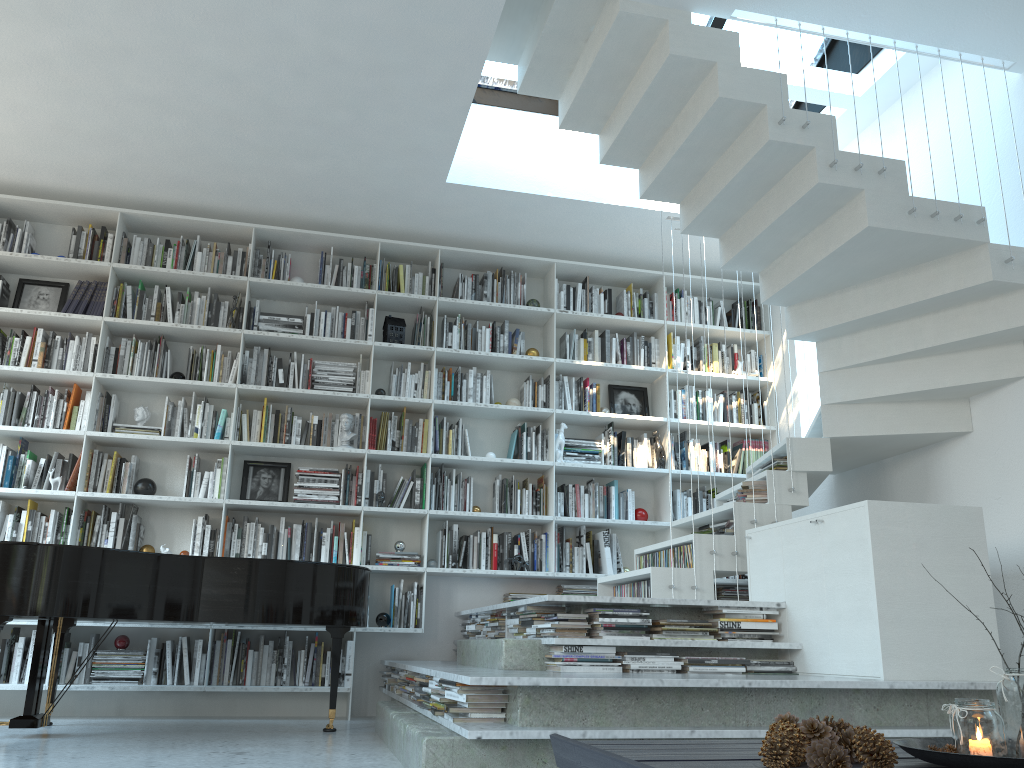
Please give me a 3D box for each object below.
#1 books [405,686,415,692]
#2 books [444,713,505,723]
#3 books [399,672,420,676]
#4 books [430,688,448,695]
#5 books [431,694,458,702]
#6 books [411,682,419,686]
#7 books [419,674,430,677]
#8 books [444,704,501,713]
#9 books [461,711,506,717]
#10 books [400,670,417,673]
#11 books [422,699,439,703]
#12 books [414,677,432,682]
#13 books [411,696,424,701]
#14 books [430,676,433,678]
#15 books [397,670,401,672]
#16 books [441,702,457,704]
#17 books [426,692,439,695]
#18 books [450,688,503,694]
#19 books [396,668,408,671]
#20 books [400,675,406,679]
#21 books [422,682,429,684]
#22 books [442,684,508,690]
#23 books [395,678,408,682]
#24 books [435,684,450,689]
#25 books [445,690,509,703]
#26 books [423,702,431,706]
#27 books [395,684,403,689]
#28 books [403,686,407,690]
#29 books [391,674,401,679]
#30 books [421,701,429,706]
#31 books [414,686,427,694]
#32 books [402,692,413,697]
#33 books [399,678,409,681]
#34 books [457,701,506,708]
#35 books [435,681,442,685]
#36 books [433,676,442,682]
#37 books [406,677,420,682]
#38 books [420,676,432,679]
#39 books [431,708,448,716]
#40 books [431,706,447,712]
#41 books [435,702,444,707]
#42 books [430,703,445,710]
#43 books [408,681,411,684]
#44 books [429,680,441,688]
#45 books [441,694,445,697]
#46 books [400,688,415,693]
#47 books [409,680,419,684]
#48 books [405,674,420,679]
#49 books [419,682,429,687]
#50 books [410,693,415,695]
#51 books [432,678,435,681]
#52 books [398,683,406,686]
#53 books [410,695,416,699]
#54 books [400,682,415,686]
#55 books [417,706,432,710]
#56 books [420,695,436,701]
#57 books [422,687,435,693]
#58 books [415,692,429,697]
[{"bbox_3d":[-0.415,1.487,4.325,0.182,0.013,0.288,5,-17,-12],"label":"books"},{"bbox_3d":[-0.137,1.193,3.169,0.184,0.017,0.231,4,-17,-11],"label":"books"},{"bbox_3d":[-0.484,1.515,4.633,0.171,0.015,0.253,6,-17,-15],"label":"books"},{"bbox_3d":[-0.206,1.206,3.475,0.168,0.013,0.282,6,-17,-17],"label":"books"},{"bbox_3d":[-0.208,1.229,3.468,0.191,0.015,0.247,5,-17,-12],"label":"books"},{"bbox_3d":[-0.402,1.465,4.335,0.155,0.009,0.298,5,-17,-12],"label":"books"},{"bbox_3d":[-0.331,1.334,4.057,0.160,0.008,0.239,5,-17,-12],"label":"books"},{"bbox_3d":[-0.142,1.162,3.177,0.187,0.017,0.206,3,-17,-8],"label":"books"},{"bbox_3d":[-0.107,1.180,3.180,0.132,0.014,0.206,5,-17,-12],"label":"books"},{"bbox_3d":[-0.481,1.502,4.637,0.174,0.011,0.228,5,-17,-13],"label":"books"},{"bbox_3d":[-0.272,1.337,3.744,0.180,0.008,0.268,5,-17,-13],"label":"books"},{"bbox_3d":[-0.342,1.350,4.050,0.170,0.014,0.281,6,-17,-15],"label":"books"},{"bbox_3d":[-0.353,1.428,4.026,0.189,0.009,0.291,4,-17,-10],"label":"books"},{"bbox_3d":[-0.261,1.244,3.773,0.157,0.014,0.216,4,-17,-11],"label":"books"},{"bbox_3d":[-0.549,1.595,4.928,0.159,0.006,0.286,4,-17,-11],"label":"books"},{"bbox_3d":[-0.188,1.244,3.468,0.154,0.014,0.197,5,-17,-12],"label":"books"},{"bbox_3d":[-0.272,1.308,3.752,0.171,0.007,0.261,4,-17,-10],"label":"books"},{"bbox_3d":[-0.130,1.103,3.196,0.165,0.015,0.243,4,-17,-9],"label":"books"},{"bbox_3d":[-0.495,1.493,4.636,0.193,0.005,0.225,6,-17,-16],"label":"books"},{"bbox_3d":[-0.492,1.529,4.627,0.182,0.016,0.199,3,-17,-8],"label":"books"},{"bbox_3d":[-0.327,1.362,4.051,0.150,0.008,0.218,5,-17,-13],"label":"books"},{"bbox_3d":[-0.136,1.091,3.198,0.176,0.010,0.267,6,-17,-16],"label":"books"},{"bbox_3d":[-0.557,1.639,4.913,0.171,0.020,0.194,4,-17,-9],"label":"books"},{"bbox_3d":[-0.197,1.189,3.481,0.175,0.006,0.252,5,-17,-12],"label":"books"},{"bbox_3d":[-0.130,1.123,3.190,0.156,0.027,0.288,6,-17,-17],"label":"books"},{"bbox_3d":[-0.269,1.352,3.740,0.171,0.005,0.298,5,-17,-13],"label":"books"},{"bbox_3d":[-0.553,1.674,4.904,0.172,0.014,0.221,5,-17,-12],"label":"books"},{"bbox_3d":[-0.476,1.583,4.615,0.165,0.012,0.205,5,-17,-12],"label":"books"},{"bbox_3d":[-0.559,1.622,4.918,0.180,0.015,0.295,5,-17,-14],"label":"books"},{"bbox_3d":[-0.332,1.446,4.026,0.142,0.012,0.292,4,-17,-9],"label":"books"},{"bbox_3d":[-0.341,1.394,4.038,0.160,0.025,0.244,6,-17,-17],"label":"books"},{"bbox_3d":[-0.477,1.614,4.606,0.157,0.014,0.181,6,-17,-15],"label":"books"},{"bbox_3d":[-0.486,1.541,4.625,0.169,0.009,0.242,6,-17,-16],"label":"books"},{"bbox_3d":[-0.111,1.147,3.188,0.137,0.019,0.225,5,-17,-12],"label":"books"},{"bbox_3d":[-0.206,1.173,3.484,0.178,0.010,0.196,3,-17,-8],"label":"books"},{"bbox_3d":[-0.207,1.160,3.487,0.182,0.016,0.257,4,-17,-10],"label":"books"},{"bbox_3d":[-0.414,1.445,4.338,0.165,0.014,0.236,6,-17,-17],"label":"books"},{"bbox_3d":[-0.328,1.342,4.056,0.157,0.007,0.269,5,-17,-12],"label":"books"},{"bbox_3d":[-0.215,1.276,3.453,0.191,0.016,0.209,3,-17,-8],"label":"books"},{"bbox_3d":[-0.205,1.265,3.458,0.178,0.009,0.277,5,-17,-14],"label":"books"},{"bbox_3d":[-0.196,1.253,3.464,0.170,0.006,0.269,5,-17,-12],"label":"books"},{"bbox_3d":[-0.211,1.258,3.459,0.191,0.006,0.276,4,-17,-11],"label":"books"},{"bbox_3d":[-0.468,1.553,4.626,0.140,0.013,0.181,4,-17,-10],"label":"books"},{"bbox_3d":[-0.259,1.277,3.764,0.141,0.028,0.223,6,-17,-17],"label":"books"},{"bbox_3d":[-0.195,1.221,3.473,0.150,0.004,0.291,4,-17,-9],"label":"books"},{"bbox_3d":[-0.481,1.594,4.611,0.159,0.012,0.293,6,-17,-15],"label":"books"},{"bbox_3d":[-0.406,1.456,4.336,0.169,0.009,0.242,5,-17,-12],"label":"books"},{"bbox_3d":[-0.416,1.432,4.341,0.179,0.012,0.250,6,-17,-15],"label":"books"},{"bbox_3d":[-0.329,1.374,4.046,0.142,0.017,0.240,6,-17,-16],"label":"books"},{"bbox_3d":[-0.469,1.604,4.611,0.140,0.008,0.284,5,-17,-14],"label":"books"},{"bbox_3d":[-0.261,1.257,3.769,0.139,0.013,0.289,3,-17,-8],"label":"books"},{"bbox_3d":[-0.540,1.665,4.910,0.149,0.007,0.301,5,-17,-12],"label":"books"},{"bbox_3d":[-0.414,1.524,4.315,0.161,0.008,0.255,3,-17,-8],"label":"books"},{"bbox_3d":[-0.481,1.564,4.620,0.159,0.011,0.247,6,-17,-16],"label":"books"},{"bbox_3d":[-0.284,1.364,3.733,0.193,0.005,0.225,6,-17,-16],"label":"books"},{"bbox_3d":[-0.278,1.327,3.745,0.189,0.013,0.215,5,-17,-14],"label":"books"},{"bbox_3d":[-0.274,1.297,3.755,0.180,0.016,0.183,6,-17,-15],"label":"books"},{"bbox_3d":[-0.343,1.411,4.033,0.177,0.011,0.221,4,-17,-11],"label":"books"}]
